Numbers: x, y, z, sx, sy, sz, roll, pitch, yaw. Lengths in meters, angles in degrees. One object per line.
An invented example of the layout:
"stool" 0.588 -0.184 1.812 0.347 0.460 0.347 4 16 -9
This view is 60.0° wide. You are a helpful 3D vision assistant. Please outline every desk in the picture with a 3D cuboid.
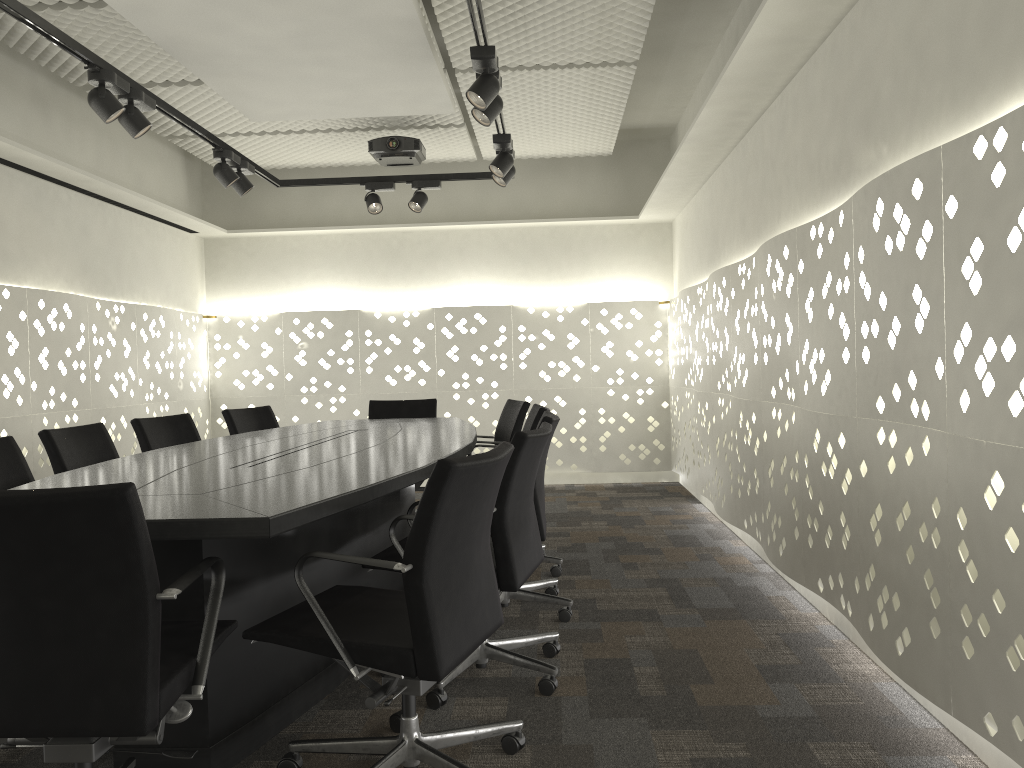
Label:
"desk" -0.751 0.563 3.423 1.223 0.658 3.364 -2 1 3

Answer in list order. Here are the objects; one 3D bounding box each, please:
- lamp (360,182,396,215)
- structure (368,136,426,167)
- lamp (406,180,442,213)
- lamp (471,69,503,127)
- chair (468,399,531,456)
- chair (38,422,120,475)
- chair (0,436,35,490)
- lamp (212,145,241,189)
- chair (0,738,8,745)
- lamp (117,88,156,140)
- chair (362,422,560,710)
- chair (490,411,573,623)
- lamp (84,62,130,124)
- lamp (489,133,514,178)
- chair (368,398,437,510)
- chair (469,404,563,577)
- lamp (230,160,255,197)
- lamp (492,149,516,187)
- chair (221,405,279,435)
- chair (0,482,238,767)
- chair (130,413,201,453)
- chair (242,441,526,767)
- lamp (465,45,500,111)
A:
"lamp" -0.811 -1.134 5.339 0.213 0.224 0.126 -1 1 6
"structure" -0.728 -1.480 5.654 0.327 0.144 0.371 -2 1 3
"lamp" -0.527 -1.142 5.335 0.214 0.224 0.118 -2 1 -9
"lamp" -0.100 -1.117 3.437 0.126 0.224 0.213 -1 1 6
"chair" -0.155 0.470 4.703 0.579 0.757 0.559 -2 1 -8
"chair" -1.470 0.532 3.418 0.579 0.757 0.559 -1 1 7
"chair" -1.421 0.544 2.726 0.579 0.757 0.559 -2 1 2
"lamp" -1.443 -1.100 4.505 0.126 0.224 0.213 -1 1 6
"chair" -1.323 0.553 2.118 0.579 0.757 0.559 -2 1 -8
"lamp" -1.488 -1.080 3.523 0.126 0.224 0.213 -1 1 6
"chair" -0.127 0.509 2.681 0.579 0.757 0.559 -1 1 17
"chair" -0.061 0.494 3.354 0.579 0.757 0.559 -1 1 7
"lamp" -1.498 -1.075 3.300 0.126 0.224 0.213 -1 1 6
"lamp" -0.057 -1.137 4.393 0.126 0.224 0.213 -1 1 6
"chair" -0.647 0.474 5.201 0.559 0.757 0.579 -1 1 7
"chair" -0.069 0.481 4.024 0.579 0.757 0.559 -2 1 2
"lamp" -1.433 -1.105 4.729 0.126 0.224 0.213 -1 1 6
"lamp" -0.047 -1.141 4.617 0.126 0.224 0.213 -1 1 6
"chair" -1.225 0.499 4.769 0.579 0.757 0.559 -1 1 22
"chair" -0.847 0.547 1.734 0.559 0.757 0.579 -1 1 7
"chair" -1.395 0.518 4.052 0.579 0.757 0.559 -1 1 17
"chair" -0.264 0.526 2.003 0.579 0.757 0.559 -1 1 22
"lamp" -0.110 -1.112 3.214 0.126 0.224 0.213 -1 1 6
